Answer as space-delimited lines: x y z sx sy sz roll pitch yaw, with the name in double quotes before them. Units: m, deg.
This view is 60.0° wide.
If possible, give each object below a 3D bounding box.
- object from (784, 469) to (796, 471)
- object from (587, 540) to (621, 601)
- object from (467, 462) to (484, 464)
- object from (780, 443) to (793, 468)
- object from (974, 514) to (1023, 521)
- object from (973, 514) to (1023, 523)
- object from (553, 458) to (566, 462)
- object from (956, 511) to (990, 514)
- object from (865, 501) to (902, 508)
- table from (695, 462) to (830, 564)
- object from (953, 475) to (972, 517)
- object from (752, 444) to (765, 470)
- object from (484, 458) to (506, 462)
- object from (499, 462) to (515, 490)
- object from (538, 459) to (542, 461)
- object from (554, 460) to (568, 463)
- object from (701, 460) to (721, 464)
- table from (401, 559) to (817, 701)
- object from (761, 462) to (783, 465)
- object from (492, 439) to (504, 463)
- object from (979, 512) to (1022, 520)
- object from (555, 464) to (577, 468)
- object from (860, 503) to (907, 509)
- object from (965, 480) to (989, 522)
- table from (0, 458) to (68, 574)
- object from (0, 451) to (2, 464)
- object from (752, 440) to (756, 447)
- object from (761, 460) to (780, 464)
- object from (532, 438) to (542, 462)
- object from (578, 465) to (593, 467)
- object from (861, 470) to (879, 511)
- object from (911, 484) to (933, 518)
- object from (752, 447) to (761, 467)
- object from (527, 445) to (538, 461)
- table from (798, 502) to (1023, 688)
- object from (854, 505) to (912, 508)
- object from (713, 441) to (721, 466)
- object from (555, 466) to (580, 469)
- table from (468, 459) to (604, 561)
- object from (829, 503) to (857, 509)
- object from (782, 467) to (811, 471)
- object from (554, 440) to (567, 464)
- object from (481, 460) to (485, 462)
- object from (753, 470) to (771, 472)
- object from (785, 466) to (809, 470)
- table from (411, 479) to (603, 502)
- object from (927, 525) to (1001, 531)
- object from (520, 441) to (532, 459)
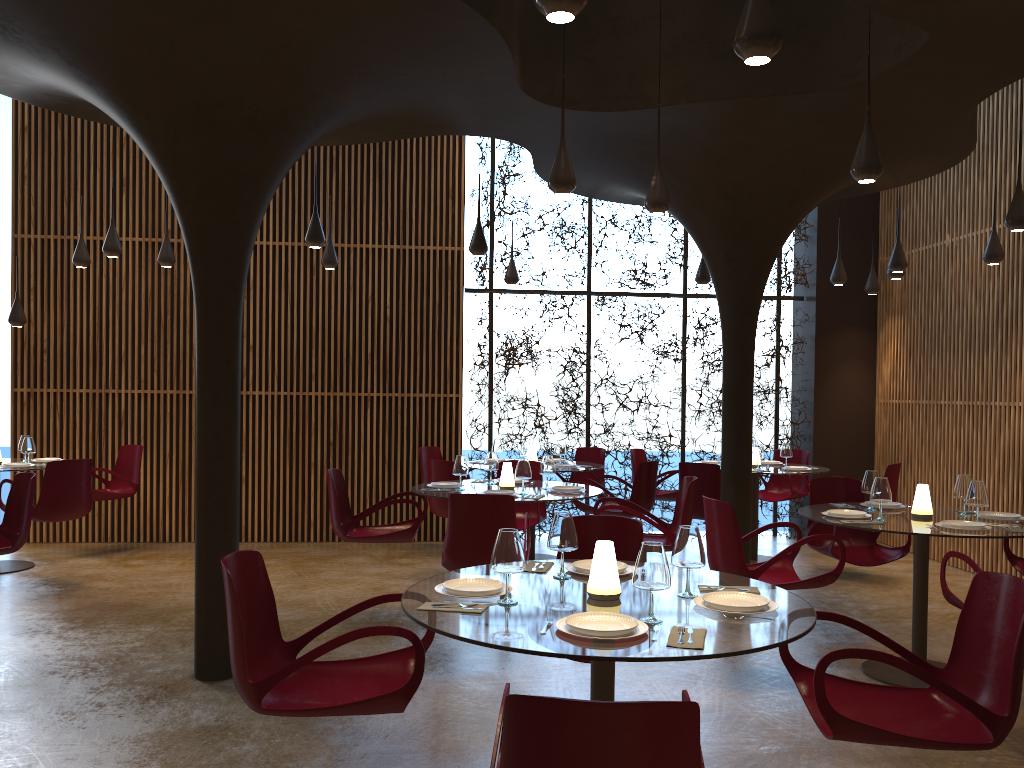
"object" 3.258 0.976 10.153 0.204 0.012 0.410 0 -1 31
"object" 0.384 0.770 3.684 0.144 0.232 0.142 0 1 -31
"object" -0.412 0.936 10.500 0.262 0.017 0.126 0 -1 40
"object" 3.213 0.839 10.383 0.142 0.295 0.142 1 1 12
"object" 3.438 0.941 6.243 0.332 0.014 0.332 1 -1 -8
"object" 3.439 0.942 6.238 0.204 0.012 0.410 1 -1 -9
"object" 0.530 0.935 10.834 0.263 0.029 0.263 0 -1 32
"object" 3.432 0.951 6.545 0.262 0.017 0.126 1 -1 -5
"object" 2.854 0.929 6.819 0.263 0.029 0.263 0 -1 30
"table" 2.880 1.548 10.544 1.672 1.131 1.672 1 0 36
"object" 3.256 0.803 6.383 0.142 0.295 0.142 1 1 -6
"object" 2.812 0.831 10.129 0.142 0.295 0.142 1 1 44
"object" -0.205 0.924 10.720 0.263 0.029 0.263 1 -1 -34
"object" -0.042 0.802 7.771 0.142 0.232 0.144 1 1 39
"object" 0.315 0.951 11.047 0.126 0.017 0.262 0 -1 41
"object" 0.530 0.944 10.834 0.332 0.014 0.332 1 -1 -13
"object" 2.448 0.960 10.861 0.263 0.029 0.263 1 -1 -18
"table" 0.375 1.452 3.696 1.672 1.131 1.672 1 0 14
"object" 3.183 0.981 10.975 0.332 0.014 0.332 1 -1 -13
"object" -0.171 0.795 10.487 0.142 0.295 0.142 1 1 -6
"object" 3.438 0.931 6.242 0.263 0.029 0.263 1 -1 5
"object" 0.607 0.928 10.017 0.263 0.029 0.263 1 -1 -13
"object" 2.854 0.938 6.819 0.332 0.014 0.332 1 -1 8
"object" 3.113 0.797 5.931 0.142 0.295 0.142 1 1 38
"table" -5.576 1.427 9.555 1.672 1.131 1.672 1 0 40
"object" -5.567 0.745 9.542 0.142 0.232 0.144 1 1 -21
"object" 2.953 0.841 10.946 0.142 0.295 0.142 1 1 -5
"object" 3.183 0.971 10.974 0.263 0.029 0.263 0 -1 38
"object" 0.300 0.804 10.806 0.142 0.295 0.142 1 1 6
"object" 0.797 0.950 10.253 0.262 0.017 0.126 0 -1 35
"object" 2.695 0.798 6.648 0.142 0.295 0.142 0 1 -34
"object" 2.912 0.828 6.290 0.144 0.232 0.142 1 1 -21
"object" 2.888 0.867 10.532 0.142 0.232 0.144 0 1 -31
"object" 0.236 0.830 10.392 0.144 0.232 0.142 0 1 -41
"table" 2.903 1.509 6.302 1.672 1.131 1.672 1 0 4
"object" 2.858 0.940 6.820 0.410 0.012 0.204 1 -1 -3
"object" 2.482 0.831 10.628 0.142 0.295 0.142 1 1 -6
"object" 0.607 0.938 10.017 0.332 0.014 0.332 1 -1 -13
"table" 0.227 1.511 10.404 1.672 1.131 1.672 1 0 36
"object" 2.552 0.942 6.843 0.126 0.017 0.262 1 -1 1
"object" 3.260 0.974 10.158 0.332 0.014 0.332 1 -1 -32
"object" 0.560 0.802 10.242 0.142 0.295 0.142 1 1 34
"object" -0.205 0.933 10.721 0.332 0.014 0.332 1 -1 -25
"object" 2.778 0.973 9.895 0.126 0.017 0.262 0 -1 45
"object" 3.260 0.965 10.157 0.263 0.029 0.263 1 -1 -3
"table" -0.051 1.484 7.783 1.672 1.131 1.672 1 0 14
"object" 2.935 0.931 5.775 0.410 0.012 0.204 1 -1 1
"object" 0.160 0.795 9.988 0.142 0.295 0.142 1 1 10
